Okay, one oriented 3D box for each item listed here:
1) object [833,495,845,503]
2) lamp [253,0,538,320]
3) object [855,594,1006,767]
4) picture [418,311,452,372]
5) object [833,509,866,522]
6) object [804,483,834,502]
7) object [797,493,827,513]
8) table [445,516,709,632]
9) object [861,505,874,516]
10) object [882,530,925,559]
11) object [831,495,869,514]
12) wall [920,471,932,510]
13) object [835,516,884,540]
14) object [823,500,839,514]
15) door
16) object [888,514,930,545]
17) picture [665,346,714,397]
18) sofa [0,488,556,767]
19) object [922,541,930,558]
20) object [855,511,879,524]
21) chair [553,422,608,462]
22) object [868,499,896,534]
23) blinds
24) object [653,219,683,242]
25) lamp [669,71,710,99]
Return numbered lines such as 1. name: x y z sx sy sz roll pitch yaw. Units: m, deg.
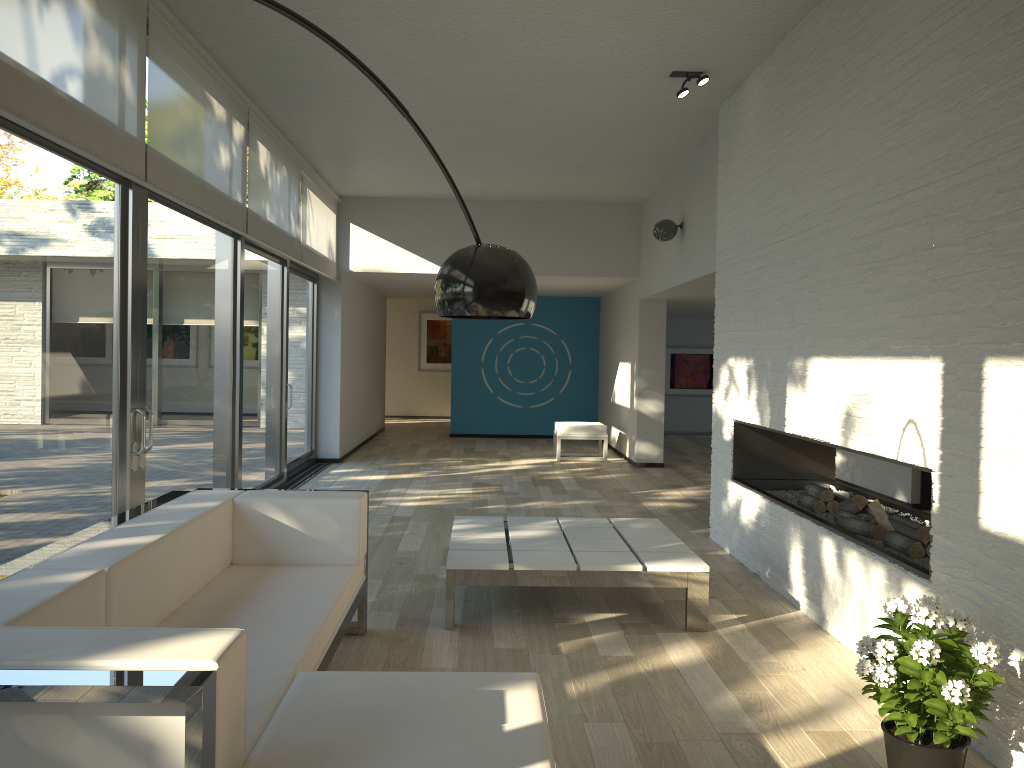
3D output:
1. object: 1.866 0.684 5.076 0.082 0.073 0.237 1 2 -3
2. lamp: -0.559 0.180 1.852 0.282 2.023 1.753 2 2 41
3. object: 1.239 0.926 2.650 0.405 0.571 0.431 2 1 20
4. picture: -1.159 -0.824 17.454 1.378 1.191 0.017 1 1 -2
5. object: 1.731 0.698 4.536 0.075 0.074 0.246 1 2 -3
6. object: 1.754 0.618 5.071 0.082 0.073 0.237 1 2 -3
7. object: 1.713 0.681 5.073 0.075 0.074 0.246 1 2 -3
8. table: 0.285 0.970 4.709 1.220 0.305 1.220 1 2 -2
9. object: 1.846 0.658 4.561 0.064 0.060 0.229 1 2 -1
10. object: 1.749 0.716 3.967 0.075 0.074 0.246 1 2 -3
11. object: 1.764 0.647 4.637 0.093 0.170 0.272 1 2 -3
12. wall: 3.999 0.118 7.669 0.920 1.947 0.108 1 1 -2
13. object: 1.700 0.703 4.344 0.075 0.074 0.246 0 2 -23
14. object: 1.787 0.682 5.063 0.076 0.076 0.236 1 2 -3
15. door: -1.080 0.031 6.276 19.440 2.373 22.955 1 2 -2
16. object: 1.786 0.651 3.969 0.093 0.088 0.260 1 2 -3
17. picture: 3.008 -0.210 14.842 0.958 0.828 0.017 1 1 -2
18. sofa: -0.703 0.839 2.853 1.545 0.654 2.405 1 2 -2
19. object: 1.823 0.718 3.957 0.076 0.076 0.236 1 2 -3
20. object: 1.804 0.700 4.526 0.076 0.076 0.236 1 2 -3
21. chair: 0.849 0.713 11.088 0.611 0.442 0.610 1 2 -2
22. object: 1.824 0.659 4.358 0.064 0.165 0.225 1 2 -3
23. blinds: -1.808 -1.463 4.375 0.056 0.983 11.533 1 2 -2
24. object: 1.444 -1.398 8.082 0.315 0.203 0.201 1 1 -2
25. lamp: 1.111 -1.865 5.535 0.234 0.153 0.135 1 1 -2
